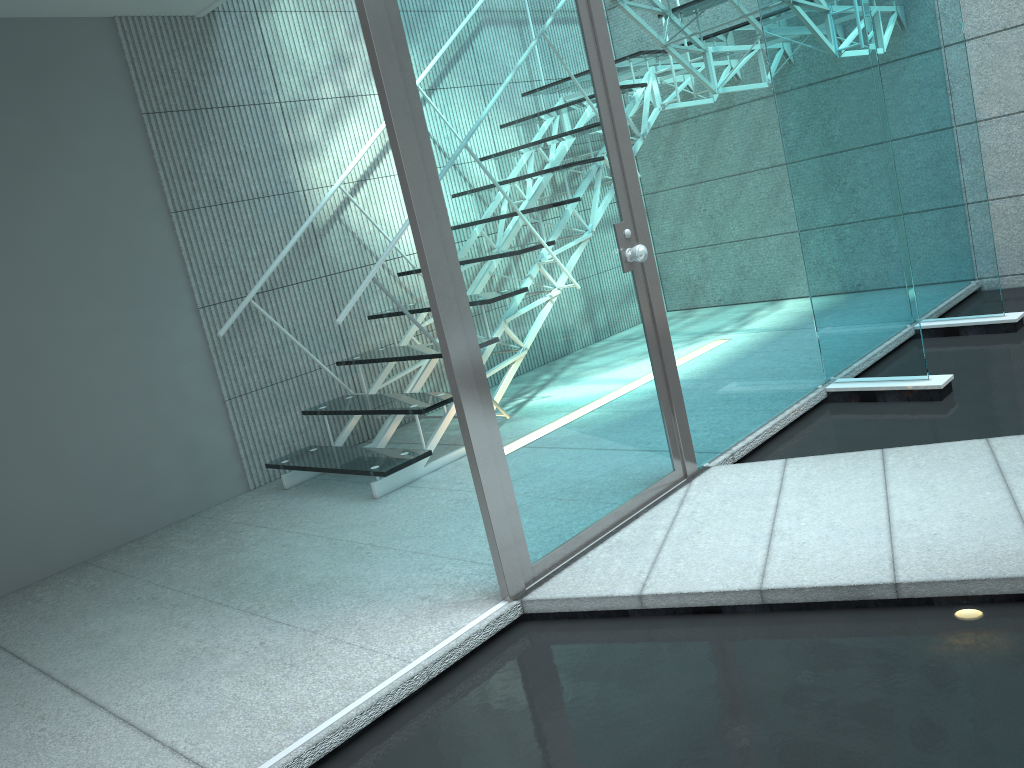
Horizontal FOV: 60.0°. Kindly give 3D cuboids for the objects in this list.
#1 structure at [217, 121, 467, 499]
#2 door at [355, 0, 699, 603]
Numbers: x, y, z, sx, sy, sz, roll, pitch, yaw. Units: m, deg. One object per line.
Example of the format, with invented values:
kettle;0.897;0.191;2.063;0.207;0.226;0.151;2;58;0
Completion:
structure;0.011;-2.922;3.782;1.908;5.976;3.317;-4;13;45
door;0.061;-0.588;2.265;0.076;2.054;0.871;-4;13;45
